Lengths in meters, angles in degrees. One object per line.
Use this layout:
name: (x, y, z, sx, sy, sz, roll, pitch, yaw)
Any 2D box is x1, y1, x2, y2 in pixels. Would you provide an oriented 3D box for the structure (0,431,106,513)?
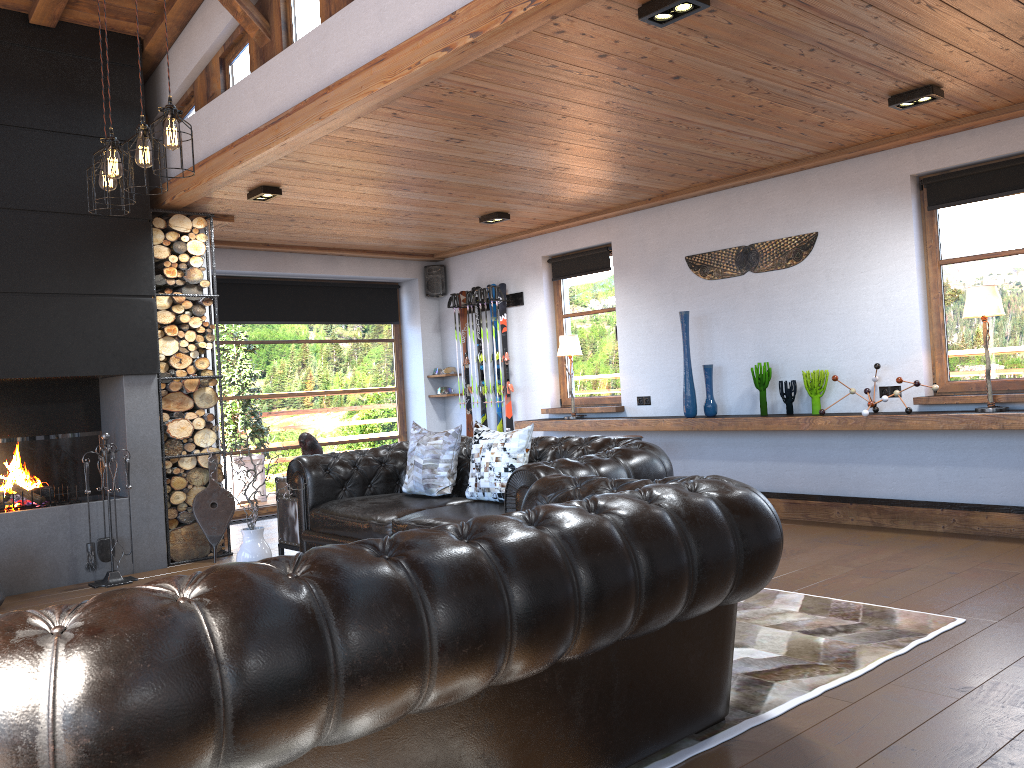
structure: (-3.252, 0.611, 5.982, 0.994, 0.514, 0.181, -3, -1, -41)

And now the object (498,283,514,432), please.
object: (-0.037, -0.238, 9.101, 0.116, 1.607, 0.094, -3, -1, -41)

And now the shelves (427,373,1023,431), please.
shelves: (1.296, 0.255, 7.617, 0.620, 0.989, 6.560, -3, -1, -41)

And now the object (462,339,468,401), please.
object: (-0.524, -0.192, 9.679, 0.116, 1.607, 0.094, -3, -1, -41)

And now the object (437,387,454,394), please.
object: (-0.752, 0.072, 9.983, 0.188, 0.084, 0.351, -3, 0, -5)

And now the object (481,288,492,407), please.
object: (-0.275, -0.378, 9.265, 0.120, 1.250, 0.059, -4, -1, 31)

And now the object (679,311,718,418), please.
object: (1.504, -0.163, 7.183, 0.273, 0.862, 0.111, -4, -1, 4)

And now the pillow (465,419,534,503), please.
pillow: (-0.079, 0.443, 5.235, 0.287, 0.469, 0.522, -3, -1, -38)

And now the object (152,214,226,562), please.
object: (-2.567, 0.028, 6.806, 0.500, 2.612, 0.460, -3, -1, -41)

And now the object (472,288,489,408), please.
object: (-0.333, -0.375, 9.232, 0.121, 1.250, 0.059, -4, -1, 5)

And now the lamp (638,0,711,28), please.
lamp: (0.659, -1.546, 3.617, 0.157, 0.068, 0.258, -3, 0, -41)

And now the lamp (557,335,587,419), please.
lamp: (0.734, 0.270, 8.511, 0.640, 1.482, 0.243, -3, -1, -38)

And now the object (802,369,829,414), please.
object: (2.243, 0.059, 6.545, 0.182, 0.332, 0.199, -4, -1, 8)

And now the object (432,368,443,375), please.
object: (-0.817, -0.143, 10.048, 0.162, 0.084, 0.187, -3, 0, -42)

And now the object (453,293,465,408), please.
object: (-0.578, -0.358, 9.613, 0.120, 1.250, 0.059, -4, -1, 31)

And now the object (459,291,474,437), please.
object: (-0.471, -0.210, 9.599, 0.116, 1.607, 0.094, -3, -1, -41)

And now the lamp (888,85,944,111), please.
lamp: (2.308, -1.642, 5.067, 0.157, 0.068, 0.258, -3, 0, -41)

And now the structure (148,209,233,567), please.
structure: (-2.557, 0.021, 6.804, 0.508, 2.617, 0.505, -3, -1, -41)

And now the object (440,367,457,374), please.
object: (-0.701, -0.150, 9.915, 0.192, 0.084, 0.158, -3, 0, -42)

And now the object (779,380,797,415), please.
object: (2.091, 0.103, 6.701, 0.128, 0.260, 0.124, -4, -1, 19)

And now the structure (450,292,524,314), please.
structure: (-0.326, -0.851, 9.393, 0.323, 0.135, 1.037, -3, 0, -41)

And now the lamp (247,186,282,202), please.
lamp: (-1.800, -1.388, 6.443, 0.157, 0.068, 0.258, -3, 0, -41)

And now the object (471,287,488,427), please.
object: (-0.354, -0.233, 9.519, 0.113, 1.622, 0.072, -3, -1, -42)

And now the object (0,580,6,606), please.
object: (-3.270, 1.162, 5.318, 0.386, 0.431, 0.381, -3, -1, -15)

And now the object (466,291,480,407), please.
object: (-0.426, -0.368, 9.439, 0.120, 1.250, 0.059, -4, -1, 31)

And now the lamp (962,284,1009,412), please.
lamp: (3.131, 0.116, 5.724, 0.243, 1.482, 0.640, -4, -1, 40)

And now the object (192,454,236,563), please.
object: (-2.229, 0.921, 6.621, 0.260, 0.795, 0.270, -4, -1, 32)

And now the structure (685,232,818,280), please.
structure: (1.850, -0.988, 7.037, 0.100, 0.240, 1.232, -3, -1, -41)

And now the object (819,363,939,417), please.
object: (2.510, 0.030, 6.116, 0.524, 0.349, 0.642, -3, 0, -14)

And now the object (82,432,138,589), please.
object: (-2.704, 0.831, 5.955, 0.307, 1.018, 0.308, -4, -1, 4)

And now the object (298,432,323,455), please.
object: (-1.431, 0.498, 6.330, 0.149, 0.319, 0.248, -3, -1, 0)

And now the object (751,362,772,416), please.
object: (1.924, 0.039, 6.812, 0.157, 0.410, 0.147, -4, -1, 18)

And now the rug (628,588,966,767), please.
rug: (-0.211, 1.154, 4.628, 2.462, 0.053, 3.994, -3, 0, -40)

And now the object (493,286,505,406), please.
object: (-0.101, -0.389, 9.084, 0.120, 1.250, 0.059, -4, -1, 10)

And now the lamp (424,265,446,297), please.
lamp: (-0.867, -1.166, 10.045, 0.216, 0.349, 0.211, -3, -1, -41)

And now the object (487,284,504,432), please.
object: (-0.186, -0.244, 9.374, 0.113, 1.622, 0.072, -3, -1, -42)

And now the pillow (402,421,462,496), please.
pillow: (-0.520, 0.471, 5.741, 0.287, 0.469, 0.522, -3, -1, -38)

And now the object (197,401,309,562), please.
object: (-1.122, 0.470, 3.785, 0.411, 0.808, 0.613, -3, -1, -30)

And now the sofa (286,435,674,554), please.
sofa: (-0.225, 0.764, 5.344, 1.255, 0.838, 2.534, -3, 0, -42)

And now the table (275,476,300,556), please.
table: (-1.410, 0.954, 6.348, 0.410, 0.609, 0.412, -3, -1, -41)

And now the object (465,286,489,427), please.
object: (-0.374, -0.232, 9.416, 0.257, 1.622, 0.102, -3, -1, -45)

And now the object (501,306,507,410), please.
object: (-0.090, -0.220, 9.181, 0.116, 1.607, 0.094, -3, -1, -41)

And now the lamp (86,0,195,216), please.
lamp: (-1.830, -1.952, 4.137, 0.793, 2.202, 0.265, -4, -1, 40)

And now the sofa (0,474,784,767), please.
sofa: (-0.306, 0.759, 2.466, 2.598, 0.838, 1.224, -3, 0, -42)

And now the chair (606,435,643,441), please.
chair: (0.852, 0.780, 7.095, 0.446, 0.717, 0.436, -3, -1, -37)

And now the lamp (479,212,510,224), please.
lamp: (-0.156, -1.483, 7.895, 0.157, 0.068, 0.258, -3, 0, -41)

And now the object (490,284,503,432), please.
object: (-0.146, -0.247, 9.311, 0.113, 1.622, 0.072, -3, -1, -42)

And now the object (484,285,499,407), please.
object: (-0.206, -0.383, 9.065, 0.120, 1.250, 0.059, -4, -1, 16)

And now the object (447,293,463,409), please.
object: (-0.610, -0.357, 9.538, 0.058, 1.250, 0.122, -4, -1, 31)
